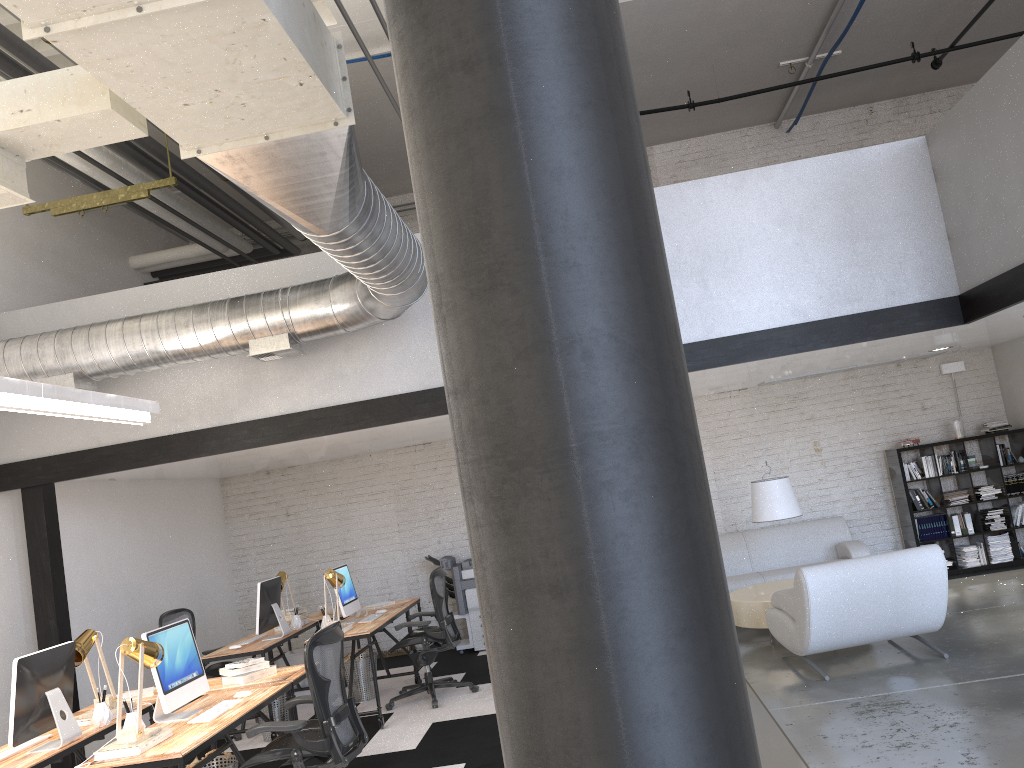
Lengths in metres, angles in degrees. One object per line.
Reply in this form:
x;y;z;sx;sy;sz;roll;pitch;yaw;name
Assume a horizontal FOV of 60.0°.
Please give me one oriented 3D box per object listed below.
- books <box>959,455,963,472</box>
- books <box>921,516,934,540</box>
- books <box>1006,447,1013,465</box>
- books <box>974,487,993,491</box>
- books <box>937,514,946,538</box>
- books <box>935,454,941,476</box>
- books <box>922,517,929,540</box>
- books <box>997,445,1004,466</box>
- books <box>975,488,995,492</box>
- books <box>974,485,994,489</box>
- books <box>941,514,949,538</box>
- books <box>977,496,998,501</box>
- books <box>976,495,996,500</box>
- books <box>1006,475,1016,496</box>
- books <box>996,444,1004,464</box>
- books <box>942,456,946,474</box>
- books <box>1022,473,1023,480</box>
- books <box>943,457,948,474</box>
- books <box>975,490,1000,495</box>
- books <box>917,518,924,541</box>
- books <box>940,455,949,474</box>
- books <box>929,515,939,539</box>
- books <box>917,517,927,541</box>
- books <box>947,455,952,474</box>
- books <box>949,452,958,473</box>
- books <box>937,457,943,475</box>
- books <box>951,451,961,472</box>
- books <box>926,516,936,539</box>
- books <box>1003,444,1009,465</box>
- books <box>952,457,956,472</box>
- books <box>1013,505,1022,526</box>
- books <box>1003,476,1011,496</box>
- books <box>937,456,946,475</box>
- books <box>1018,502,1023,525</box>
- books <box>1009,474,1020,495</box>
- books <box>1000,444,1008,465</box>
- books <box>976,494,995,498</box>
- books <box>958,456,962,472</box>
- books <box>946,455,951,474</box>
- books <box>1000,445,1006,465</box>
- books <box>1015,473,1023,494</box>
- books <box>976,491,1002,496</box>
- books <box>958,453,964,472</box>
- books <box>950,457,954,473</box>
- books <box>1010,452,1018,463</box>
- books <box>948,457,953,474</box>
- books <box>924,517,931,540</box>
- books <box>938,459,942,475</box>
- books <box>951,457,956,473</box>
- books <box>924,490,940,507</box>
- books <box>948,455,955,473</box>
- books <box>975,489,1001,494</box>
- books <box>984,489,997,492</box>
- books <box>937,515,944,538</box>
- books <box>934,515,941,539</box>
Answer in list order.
4.620;0.823;9.164;0.008;0.170;0.107;-10;-6;5;books
4.282;1.483;9.144;0.024;0.231;0.174;-10;-6;5;books
5.066;0.737;9.068;0.031;0.171;0.104;-10;-6;5;books
4.824;1.079;9.151;0.155;0.016;0.244;-9;-7;-2;books
4.403;1.462;9.135;0.024;0.231;0.174;-10;-6;5;books
4.379;0.837;9.151;0.016;0.219;0.117;-10;-6;9;books
4.233;1.491;9.143;0.024;0.231;0.174;-10;-6;5;books
4.969;0.732;9.090;0.039;0.215;0.130;-10;-6;5;books
4.820;1.094;9.136;0.169;0.015;0.268;-9;-7;-7;books
4.832;1.064;9.151;0.149;0.011;0.236;-9;-7;-7;books
4.426;1.457;9.125;0.024;0.231;0.174;-10;-6;5;books
4.843;1.180;9.131;0.169;0.015;0.268;-9;-7;-7;books
4.825;1.168;9.129;0.169;0.015;0.268;-9;-7;-2;books
5.074;1.036;9.063;0.048;0.207;0.144;-10;-6;5;books
5.002;0.728;9.123;0.021;0.219;0.134;-10;-6;5;books
4.450;0.841;9.169;0.011;0.191;0.121;-10;-6;9;books
5.217;1.013;9.065;0.048;0.207;0.144;-10;-6;5;books
4.463;0.844;9.167;0.014;0.181;0.116;-10;-6;9;books
4.844;1.118;9.134;0.215;0.013;0.286;-9;-7;-5;books
4.185;1.500;9.154;0.024;0.231;0.174;-10;-6;5;books
4.479;0.835;9.176;0.019;0.196;0.120;-10;-6;9;books
4.329;1.474;9.135;0.024;0.231;0.174;-10;-6;5;books
4.209;1.495;9.145;0.024;0.231;0.174;-10;-6;5;books
4.504;0.832;9.172;0.011;0.191;0.121;-10;-6;9;books
4.557;0.807;9.153;0.016;0.219;0.117;-10;-6;9;books
4.415;0.846;9.152;0.025;0.192;0.112;-10;-6;5;books
4.597;0.803;9.174;0.016;0.219;0.117;-10;-6;5;books
4.306;1.479;9.142;0.024;0.231;0.174;-10;-6;5;books
5.043;0.723;9.099;0.012;0.213;0.135;-10;-6;5;books
4.549;0.834;9.153;0.008;0.168;0.107;-10;-6;9;books
5.153;1.342;9.063;0.093;0.202;0.149;-10;-6;5;books
5.028;1.046;9.080;0.048;0.207;0.144;-10;-6;5;books
4.439;0.842;9.164;0.011;0.191;0.121;-10;-6;9;books
5.207;1.324;9.053;0.104;0.218;0.160;-10;-6;5;books
5.122;1.029;9.072;0.048;0.207;0.144;-10;-6;5;books
5.032;0.725;9.108;0.012;0.213;0.135;-10;-6;5;books
4.825;1.151;9.134;0.161;0.019;0.254;-9;-7;-7;books
4.613;0.826;9.171;0.008;0.168;0.107;-10;-6;5;books
4.494;0.834;9.173;0.011;0.191;0.121;-10;-6;9;books
5.020;0.734;9.120;0.015;0.202;0.129;-10;-6;5;books
5.167;1.018;9.043;0.050;0.207;0.146;-10;-6;5;books
4.850;1.130;9.129;0.215;0.013;0.292;-9;-7;-7;books
4.627;0.813;9.170;0.008;0.189;0.106;-10;-6;5;books
4.524;0.838;9.152;0.008;0.168;0.107;-10;-6;9;books
5.110;0.748;9.050;0.054;0.121;0.079;-10;-6;5;books
4.515;0.838;9.160;0.012;0.174;0.111;-10;-6;9;books
4.257;1.487;9.141;0.024;0.231;0.174;-10;-6;5;books
4.407;0.857;9.154;0.023;0.171;0.112;-10;-6;5;books
4.539;0.835;9.148;0.008;0.170;0.107;-10;-6;9;books
4.306;1.179;9.134;0.118;0.194;0.149;-10;-6;5;books
4.531;0.827;9.156;0.008;0.189;0.106;-10;-6;9;books
4.837;1.107;9.129;0.233;0.011;0.290;-9;-7;-8;books
4.858;1.102;9.129;0.169;0.015;0.268;-8;-7;-12;books
4.378;1.465;9.130;0.024;0.231;0.174;-10;-6;5;books
4.354;1.470;9.132;0.024;0.231;0.174;-10;-6;5;books
